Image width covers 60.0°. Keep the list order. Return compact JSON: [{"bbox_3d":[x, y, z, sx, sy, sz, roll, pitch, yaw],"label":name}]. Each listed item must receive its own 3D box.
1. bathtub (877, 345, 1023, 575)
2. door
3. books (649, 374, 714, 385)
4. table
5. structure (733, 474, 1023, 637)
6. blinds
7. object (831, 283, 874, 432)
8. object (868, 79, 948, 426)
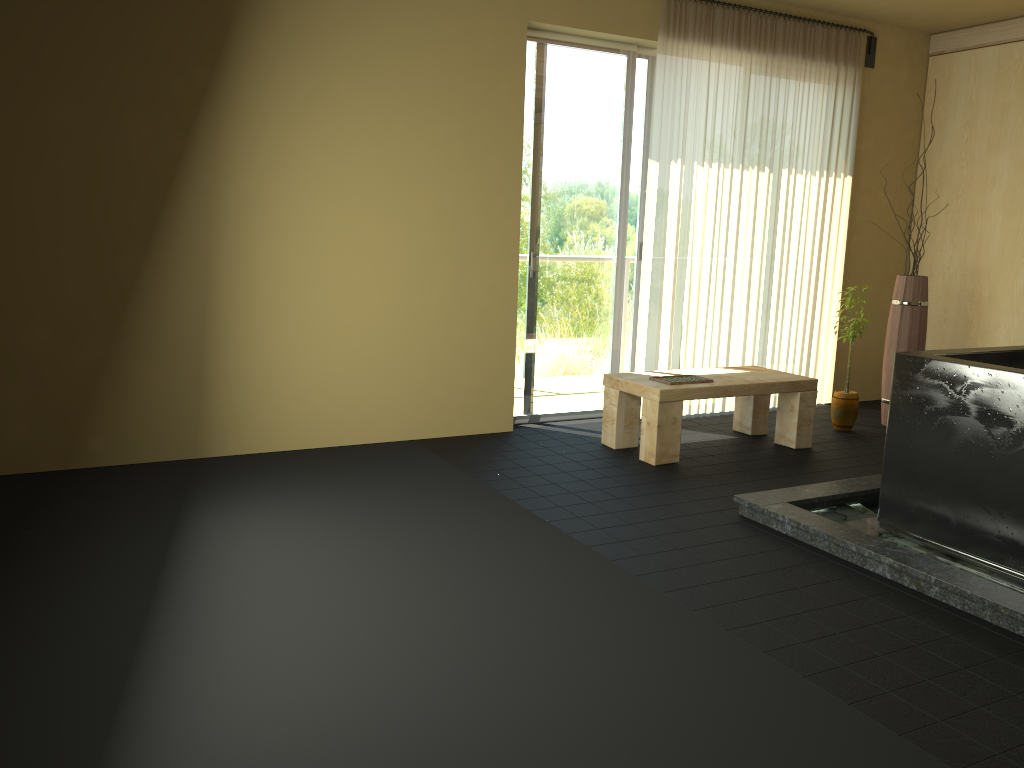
[{"bbox_3d":[2.713,0.028,3.591,2.132,1.159,1.070,-3,11,-28],"label":"bathtub"},{"bbox_3d":[0.412,-0.908,5.459,1.038,2.327,0.063,-3,11,-29],"label":"door"},{"bbox_3d":[0.915,-0.024,4.795,0.294,0.014,0.182,-3,11,-28],"label":"books"},{"bbox_3d":[1.119,0.154,5.019,1.125,0.399,0.514,-3,11,-28],"label":"table"},{"bbox_3d":[3.089,0.745,3.886,3.801,0.634,1.976,-3,11,-28],"label":"structure"},{"bbox_3d":[1.624,-1.092,5.827,1.944,2.574,0.064,-3,11,-29],"label":"blinds"},{"bbox_3d":[2.103,-0.170,5.535,0.242,0.927,0.267,4,9,10],"label":"object"},{"bbox_3d":[2.504,-0.811,5.698,0.468,2.175,0.463,6,10,22],"label":"object"}]
